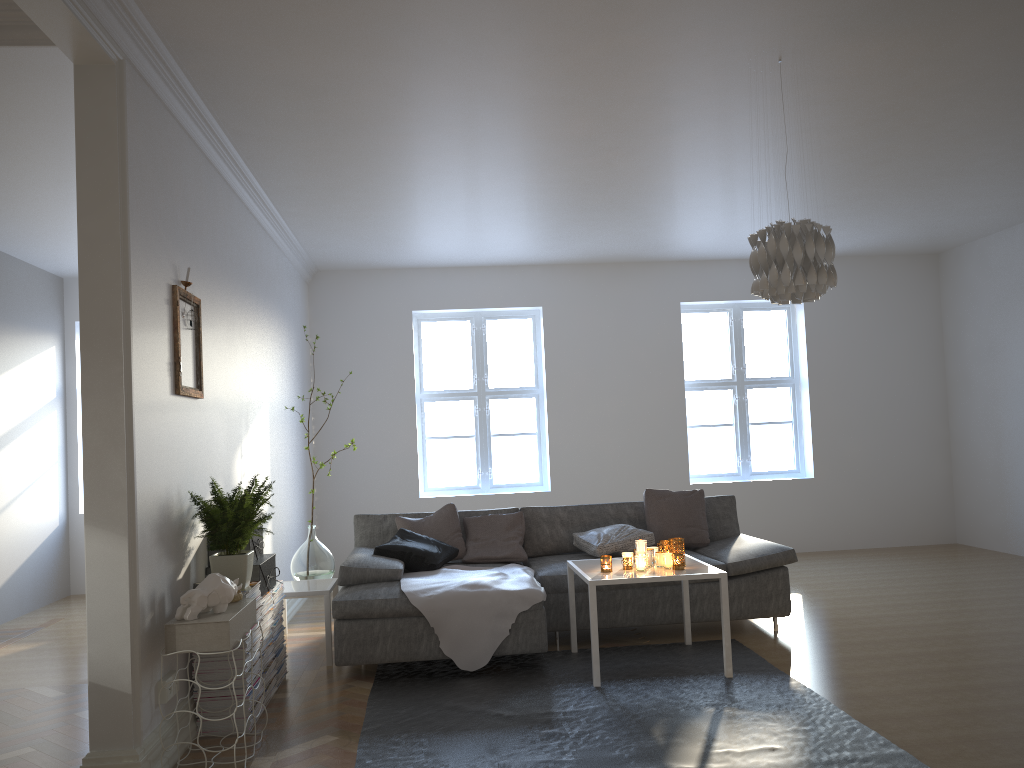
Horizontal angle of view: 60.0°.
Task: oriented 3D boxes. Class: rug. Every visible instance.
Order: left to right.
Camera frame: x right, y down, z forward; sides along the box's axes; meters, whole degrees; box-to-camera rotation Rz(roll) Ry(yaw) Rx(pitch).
[{"bbox_3d":[0.360,1.411,3.890,2.015,0.055,2.113,-2,-3,-5],"label":"rug"}]

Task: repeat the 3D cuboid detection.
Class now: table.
[{"bbox_3d":[-1.166,1.175,3.474,0.299,0.575,0.553,-2,-3,-4],"label":"table"},{"bbox_3d":[-1.241,1.192,3.900,0.246,0.596,0.321,-2,-3,-5],"label":"table"},{"bbox_3d":[-1.266,1.260,4.205,0.246,0.499,0.327,-2,-3,-5],"label":"table"},{"bbox_3d":[-1.293,1.281,4.518,0.246,0.499,0.327,-2,-3,-5],"label":"table"},{"bbox_3d":[-1.218,1.356,5.040,0.423,0.411,0.437,-2,-3,-5],"label":"table"},{"bbox_3d":[-1.260,1.434,5.539,0.423,0.319,0.437,-2,-3,-5],"label":"table"},{"bbox_3d":[0.682,1.197,4.590,0.674,0.504,0.715,-2,-3,-5],"label":"table"}]

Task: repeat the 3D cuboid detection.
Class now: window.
[{"bbox_3d":[-0.299,0.172,8.375,1.201,1.708,0.077,-2,-3,-5],"label":"window"},{"bbox_3d":[2.198,0.074,8.600,1.201,1.708,0.077,-2,-3,-5],"label":"window"}]

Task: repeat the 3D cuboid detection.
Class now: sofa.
[{"bbox_3d":[0.329,1.151,5.328,2.632,0.772,1.556,-2,-3,-5],"label":"sofa"}]

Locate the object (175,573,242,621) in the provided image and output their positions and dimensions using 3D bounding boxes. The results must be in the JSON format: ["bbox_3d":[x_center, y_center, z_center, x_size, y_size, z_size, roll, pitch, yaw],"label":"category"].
[{"bbox_3d":[-1.165,0.810,3.426,0.137,0.150,0.311,-4,-4,25],"label":"object"}]

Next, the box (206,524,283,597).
[{"bbox_3d":[-1.292,0.861,4.338,0.298,0.315,0.420,-2,-3,-5],"label":"box"}]

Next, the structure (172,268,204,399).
[{"bbox_3d":[-1.439,-0.230,3.960,0.053,0.574,0.399,-2,-3,-8],"label":"structure"}]

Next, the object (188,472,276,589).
[{"bbox_3d":[-1.231,0.660,3.925,0.368,0.526,0.438,-2,-3,-5],"label":"object"}]

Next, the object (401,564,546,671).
[{"bbox_3d":[-0.231,1.253,4.833,0.812,0.437,0.726,-2,-3,-7],"label":"object"}]

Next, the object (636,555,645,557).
[{"bbox_3d":[0.648,0.899,4.459,0.056,0.066,0.056,0,-4,-43],"label":"object"}]

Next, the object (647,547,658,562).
[{"bbox_3d":[0.757,0.915,4.763,0.060,0.073,0.060,0,-4,-43],"label":"object"}]

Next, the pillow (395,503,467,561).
[{"bbox_3d":[-0.513,0.974,5.675,0.429,0.402,0.324,-2,-3,-18],"label":"pillow"}]

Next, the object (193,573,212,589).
[{"bbox_3d":[-1.240,0.830,3.589,0.123,0.134,0.062,-5,-3,36],"label":"object"}]

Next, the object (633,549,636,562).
[{"bbox_3d":[0.673,0.921,4.758,0.047,0.068,0.054,0,-4,-45],"label":"object"}]

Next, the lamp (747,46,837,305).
[{"bbox_3d":[1.188,-0.883,3.829,0.355,1.064,0.354,-5,-3,37],"label":"lamp"}]

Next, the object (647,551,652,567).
[{"bbox_3d":[0.698,0.907,4.595,0.060,0.073,0.060,-5,-4,41],"label":"object"}]

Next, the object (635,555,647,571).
[{"bbox_3d":[0.648,0.901,4.459,0.060,0.073,0.060,-1,-3,-25],"label":"object"}]

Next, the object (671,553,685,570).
[{"bbox_3d":[0.833,0.889,4.442,0.060,0.079,0.060,-2,-3,-15],"label":"object"}]

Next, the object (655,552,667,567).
[{"bbox_3d":[0.766,0.902,4.560,0.060,0.073,0.060,-2,-3,-16],"label":"object"}]

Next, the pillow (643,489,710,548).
[{"bbox_3d":[1.080,0.878,5.818,0.426,0.390,0.242,-2,-3,-5],"label":"pillow"}]

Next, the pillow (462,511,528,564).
[{"bbox_3d":[-0.112,0.985,5.653,0.414,0.311,0.337,-3,-3,0],"label":"pillow"}]

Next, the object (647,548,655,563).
[{"bbox_3d":[0.728,0.913,4.703,0.060,0.073,0.060,-4,-3,20],"label":"object"}]

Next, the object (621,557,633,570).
[{"bbox_3d":[0.588,0.915,4.517,0.050,0.058,0.052,0,-4,-36],"label":"object"}]

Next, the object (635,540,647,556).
[{"bbox_3d":[0.656,0.830,4.492,0.060,0.073,0.060,-3,-3,11],"label":"object"}]

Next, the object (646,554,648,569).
[{"bbox_3d":[0.667,0.904,4.523,0.060,0.073,0.060,-1,-3,-25],"label":"object"}]

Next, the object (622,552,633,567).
[{"bbox_3d":[0.600,0.912,4.594,0.060,0.073,0.060,-4,-3,20],"label":"object"}]

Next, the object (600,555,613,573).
[{"bbox_3d":[0.476,0.907,4.474,0.060,0.079,0.060,-2,-3,-11],"label":"object"}]

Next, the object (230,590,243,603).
[{"bbox_3d":[-1.162,0.875,3.658,0.099,0.046,0.104,-5,-4,41],"label":"object"}]

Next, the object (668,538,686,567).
[{"bbox_3d":[0.848,0.865,4.552,0.087,0.139,0.090,-1,-3,-35],"label":"object"}]

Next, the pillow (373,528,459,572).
[{"bbox_3d":[-0.569,1.003,5.314,0.401,0.248,0.421,-3,-3,15],"label":"pillow"}]

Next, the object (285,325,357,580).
[{"bbox_3d":[-1.144,0.429,5.489,0.776,1.673,0.340,-5,-4,44],"label":"object"}]

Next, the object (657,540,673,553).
[{"bbox_3d":[0.831,0.896,4.769,0.080,0.104,0.080,-2,-3,-15],"label":"object"}]

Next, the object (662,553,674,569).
[{"bbox_3d":[0.796,0.897,4.502,0.060,0.073,0.060,-2,-3,-16],"label":"object"}]

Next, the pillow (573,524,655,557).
[{"bbox_3d":[0.639,0.990,5.568,0.404,0.194,0.406,-1,-3,-19],"label":"pillow"}]
